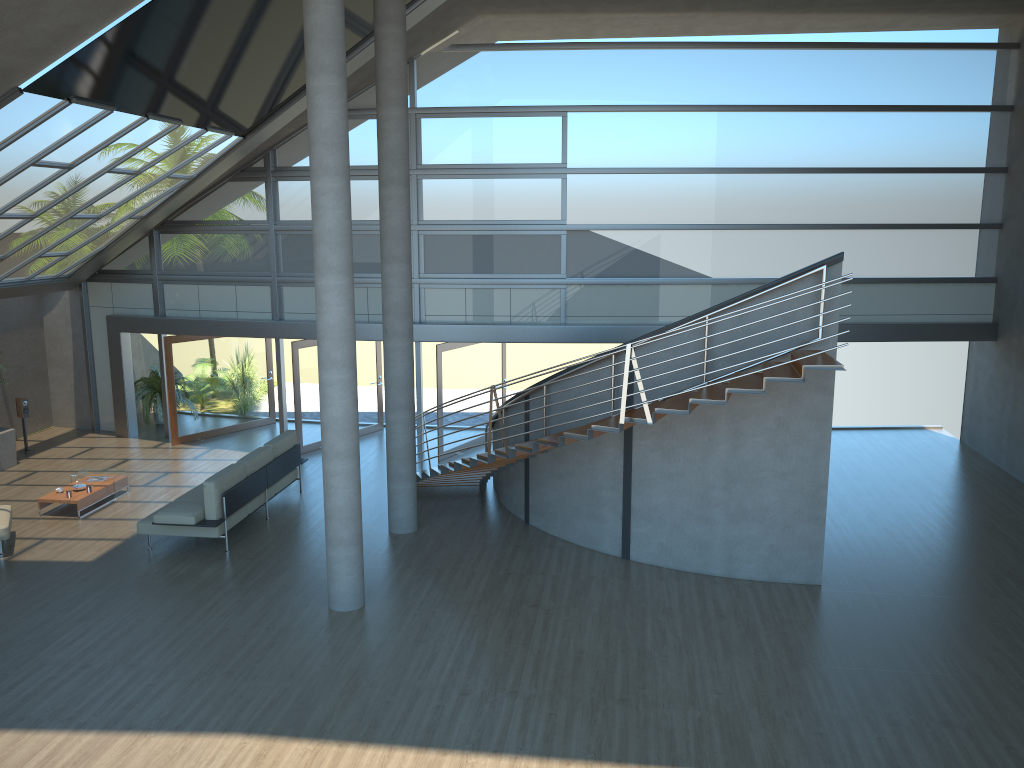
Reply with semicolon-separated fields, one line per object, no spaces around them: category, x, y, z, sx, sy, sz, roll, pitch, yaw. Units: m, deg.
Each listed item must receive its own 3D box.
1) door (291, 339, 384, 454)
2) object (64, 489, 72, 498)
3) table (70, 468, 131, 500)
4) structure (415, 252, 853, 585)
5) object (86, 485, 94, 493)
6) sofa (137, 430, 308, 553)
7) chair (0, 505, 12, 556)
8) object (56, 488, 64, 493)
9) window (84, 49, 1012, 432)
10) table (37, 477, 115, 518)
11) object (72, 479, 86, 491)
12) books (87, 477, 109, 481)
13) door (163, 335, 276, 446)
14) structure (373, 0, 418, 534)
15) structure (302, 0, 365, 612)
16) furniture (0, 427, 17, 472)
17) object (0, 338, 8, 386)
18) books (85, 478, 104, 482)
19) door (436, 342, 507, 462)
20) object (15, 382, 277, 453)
door;-3.100;0.080;16.036;0.200;1.977;2.298;6;12;31
object;-6.085;1.503;12.167;0.085;0.101;0.070;1;11;6
table;-6.045;1.463;13.048;0.680;0.342;0.400;1;11;8
structure;0.694;0.225;10.637;2.349;3.653;6.809;-10;14;-43
object;-5.902;1.461;12.389;0.070;0.101;0.085;7;13;35
sofa;-3.857;1.367;12.029;1.166;0.947;3.079;1;11;7
chair;-6.837;1.546;10.826;1.244;1.023;1.217;-5;12;-26
object;-6.311;1.472;12.374;0.102;0.086;0.100;2;11;12
window;0.146;-2.127;15.157;16.616;6.630;1.098;1;11;6
table;-6.099;1.588;12.668;0.600;0.250;1.200;1;11;8
object;-6.094;1.415;12.474;0.178;0.161;0.178;-9;14;-40
books;-6.068;1.390;13.013;0.275;0.005;0.189;-2;11;-9
door;-5.422;-0.029;16.649;0.200;1.977;2.298;8;13;36
structure;-1.435;-1.606;10.971;0.381;7.125;0.382;-8;13;-38
structure;-1.752;-1.186;8.705;0.381;7.125;0.382;1;11;8
furniture;-8.752;1.235;13.664;1.577;0.610;2.936;1;11;8
object;-8.723;-0.158;14.396;0.932;1.857;0.895;-7;13;-33
books;-6.092;1.403;12.967;0.275;0.005;0.189;-2;11;-12
door;-0.676;0.145;15.651;0.200;1.977;2.298;6;12;28
object;-10.461;1.133;13.301;7.863;0.982;21.345;2;11;11
